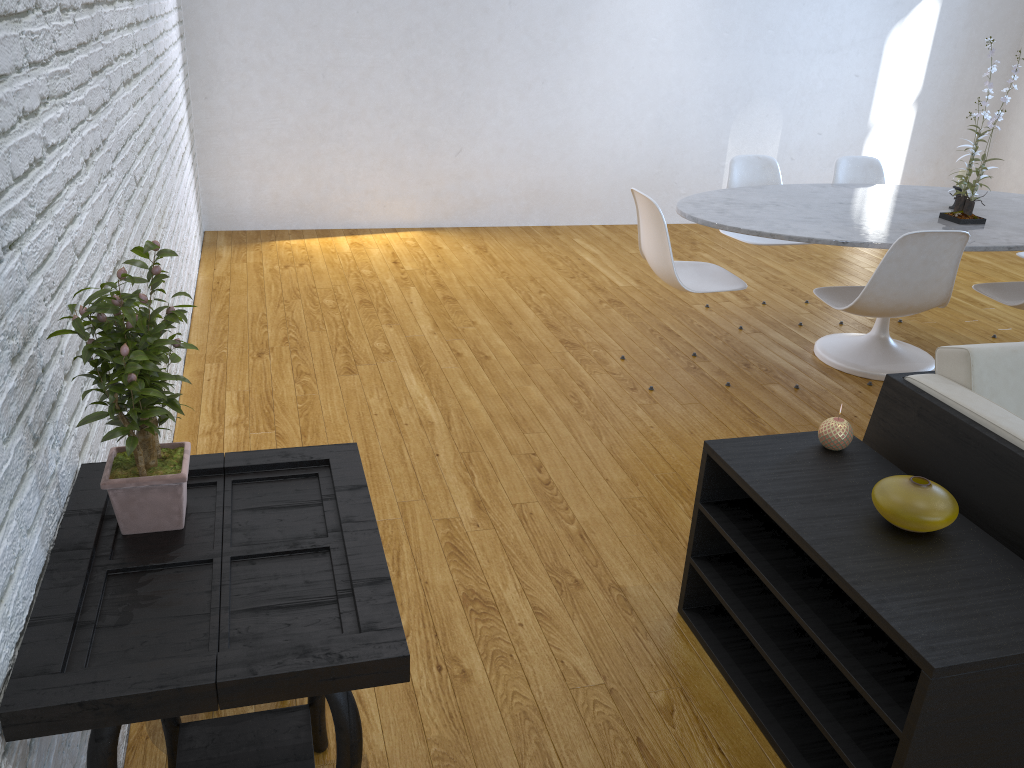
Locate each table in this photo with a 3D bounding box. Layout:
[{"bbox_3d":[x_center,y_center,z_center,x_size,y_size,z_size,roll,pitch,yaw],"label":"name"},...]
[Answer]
[{"bbox_3d":[1.525,-0.388,3.570,1.908,0.630,1.058,-4,25,-16],"label":"table"},{"bbox_3d":[-0.422,0.490,1.363,0.440,0.585,0.557,-4,25,-15],"label":"table"}]

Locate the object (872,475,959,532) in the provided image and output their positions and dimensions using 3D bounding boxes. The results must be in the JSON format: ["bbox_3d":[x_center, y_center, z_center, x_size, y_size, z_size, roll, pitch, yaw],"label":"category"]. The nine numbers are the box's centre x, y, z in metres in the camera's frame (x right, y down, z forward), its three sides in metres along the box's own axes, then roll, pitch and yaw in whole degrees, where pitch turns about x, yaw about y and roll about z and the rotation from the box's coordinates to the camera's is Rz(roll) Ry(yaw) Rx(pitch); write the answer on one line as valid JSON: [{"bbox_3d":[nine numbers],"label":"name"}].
[{"bbox_3d":[0.731,0.215,1.610,0.146,0.091,0.145,14,26,23],"label":"object"}]

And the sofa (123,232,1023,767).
[{"bbox_3d":[2.103,0.560,1.415,5.334,0.687,9.613,-4,24,-15],"label":"sofa"}]

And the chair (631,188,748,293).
[{"bbox_3d":[0.641,-0.528,3.246,0.419,0.356,0.401,-3,25,-13],"label":"chair"}]

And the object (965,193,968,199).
[{"bbox_3d":[1.811,-0.752,3.534,0.062,0.093,0.062,17,28,28],"label":"object"}]

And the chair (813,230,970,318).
[{"bbox_3d":[1.300,-0.403,3.039,0.405,0.356,0.414,-2,25,-12],"label":"chair"}]

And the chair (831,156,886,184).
[{"bbox_3d":[1.667,-0.836,4.082,0.405,0.356,0.414,-3,25,-13],"label":"chair"}]

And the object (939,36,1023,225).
[{"bbox_3d":[1.688,-0.903,3.186,0.166,0.646,0.200,8,25,11],"label":"object"}]

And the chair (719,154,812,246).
[{"bbox_3d":[1.150,-0.809,3.954,0.405,0.356,0.414,-5,25,-17],"label":"chair"}]

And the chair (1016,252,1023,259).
[{"bbox_3d":[2.433,-0.641,3.729,0.419,0.356,0.401,-3,25,-13],"label":"chair"}]

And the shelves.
[{"bbox_3d":[0.666,0.460,1.726,0.349,0.457,0.721,-4,25,-15],"label":"shelves"}]

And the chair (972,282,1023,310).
[{"bbox_3d":[1.961,-0.436,3.197,0.405,0.356,0.414,-4,25,-16],"label":"chair"}]

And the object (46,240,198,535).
[{"bbox_3d":[-0.524,0.002,1.240,0.175,0.442,0.234,6,25,7],"label":"object"}]

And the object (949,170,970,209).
[{"bbox_3d":[1.763,-0.777,3.478,0.059,0.179,0.058,-11,28,-28],"label":"object"}]

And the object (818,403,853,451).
[{"bbox_3d":[0.691,0.087,1.882,0.071,0.105,0.070,7,25,10],"label":"object"}]
